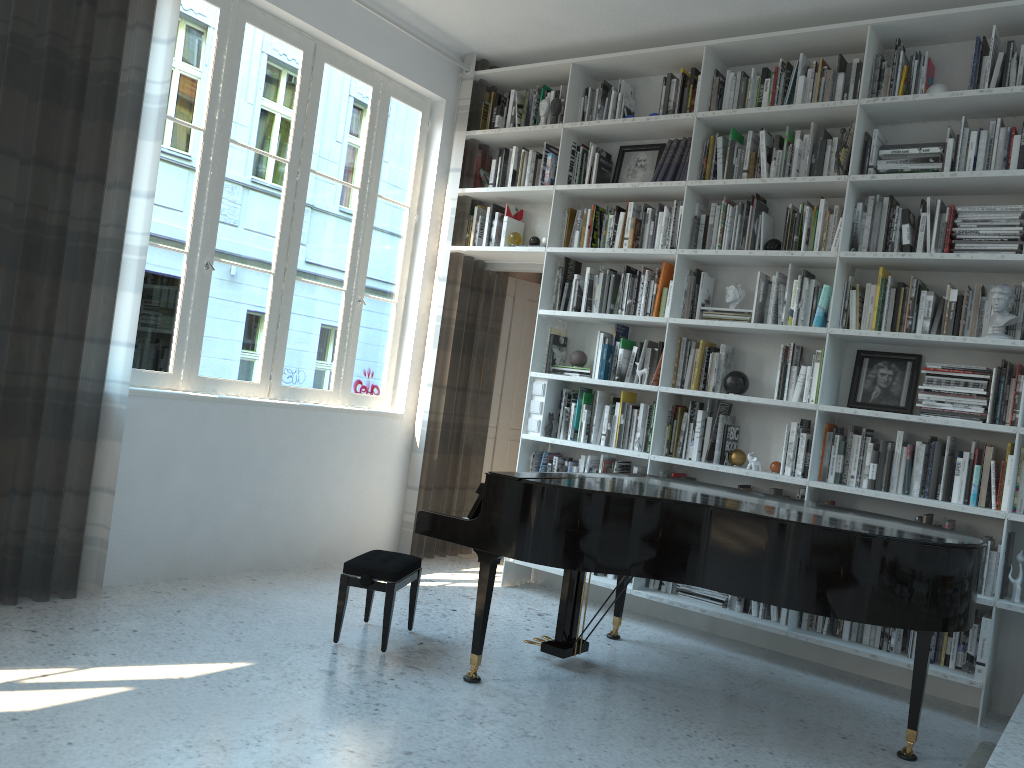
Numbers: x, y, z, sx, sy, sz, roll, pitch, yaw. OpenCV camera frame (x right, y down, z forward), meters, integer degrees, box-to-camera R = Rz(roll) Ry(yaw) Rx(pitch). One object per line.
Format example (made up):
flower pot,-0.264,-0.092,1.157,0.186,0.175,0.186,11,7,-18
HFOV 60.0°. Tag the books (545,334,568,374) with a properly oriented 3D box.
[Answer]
books,0.268,-0.171,5.352,0.028,0.243,0.156,8,0,35

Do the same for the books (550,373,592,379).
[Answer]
books,0.387,-0.040,5.259,0.285,0.012,0.159,7,-1,38

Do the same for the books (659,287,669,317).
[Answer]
books,0.877,-0.435,4.953,0.030,0.183,0.152,8,0,35

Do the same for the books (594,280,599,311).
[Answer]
books,0.535,-0.501,5.193,0.014,0.230,0.148,8,0,35

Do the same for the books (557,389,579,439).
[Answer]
books,0.338,0.181,5.270,0.014,0.294,0.171,8,0,35

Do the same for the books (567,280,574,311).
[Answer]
books,0.391,-0.509,5.305,0.042,0.209,0.143,8,0,35

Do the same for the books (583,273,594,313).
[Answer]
books,0.484,-0.516,5.225,0.011,0.246,0.176,8,0,35

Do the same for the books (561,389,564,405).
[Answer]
books,0.330,0.182,5.285,0.016,0.289,0.152,8,0,35

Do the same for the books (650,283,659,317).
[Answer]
books,0.830,-0.451,4.983,0.013,0.203,0.161,8,0,35

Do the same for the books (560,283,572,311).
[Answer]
books,0.359,-0.500,5.304,0.037,0.182,0.189,8,0,35

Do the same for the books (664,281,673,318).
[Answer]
books,0.904,-0.452,4.936,0.031,0.223,0.145,8,0,35

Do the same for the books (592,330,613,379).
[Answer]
books,0.528,-0.160,5.166,0.012,0.285,0.159,8,0,35

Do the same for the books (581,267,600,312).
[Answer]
books,0.477,-0.535,5.241,0.023,0.281,0.174,8,0,35

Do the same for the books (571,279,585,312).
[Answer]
books,0.422,-0.503,5.251,0.028,0.203,0.188,8,0,35

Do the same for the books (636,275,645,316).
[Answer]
books,0.757,-0.484,5.051,0.011,0.251,0.139,8,0,35

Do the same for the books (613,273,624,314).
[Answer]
books,0.652,-0.500,5.131,0.047,0.256,0.141,8,0,35

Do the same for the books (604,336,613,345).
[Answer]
books,0.567,-0.140,5.145,0.031,0.255,0.143,8,0,35

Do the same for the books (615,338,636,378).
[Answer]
books,0.650,-0.127,5.066,0.011,0.250,0.172,8,0,35

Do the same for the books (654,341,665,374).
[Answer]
books,0.844,-0.103,4.942,0.021,0.251,0.154,8,0,35

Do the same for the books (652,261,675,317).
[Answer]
books,0.858,-0.509,4.969,0.035,0.325,0.170,8,0,35

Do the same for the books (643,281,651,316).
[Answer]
books,0.795,-0.462,5.015,0.012,0.217,0.160,8,0,35

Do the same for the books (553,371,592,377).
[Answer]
books,0.391,-0.052,5.263,0.254,0.012,0.161,7,-1,36

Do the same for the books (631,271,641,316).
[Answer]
books,0.735,-0.498,5.055,0.012,0.272,0.145,8,0,35

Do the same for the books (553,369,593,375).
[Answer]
books,0.390,-0.064,5.259,0.254,0.012,0.161,7,-1,32

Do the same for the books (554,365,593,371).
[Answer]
books,0.396,-0.088,5.263,0.254,0.012,0.161,7,-1,36

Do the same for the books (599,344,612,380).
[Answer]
books,0.571,-0.116,5.103,0.029,0.208,0.189,8,0,35

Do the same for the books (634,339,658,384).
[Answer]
books,0.762,-0.116,4.994,0.060,0.255,0.158,8,0,35

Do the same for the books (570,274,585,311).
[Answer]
books,0.409,-0.520,5.273,0.022,0.235,0.177,8,0,35

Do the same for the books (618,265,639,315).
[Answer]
books,0.670,-0.520,5.099,0.013,0.300,0.152,8,0,35

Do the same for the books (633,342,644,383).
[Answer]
books,0.740,-0.111,5.027,0.013,0.242,0.141,8,0,35

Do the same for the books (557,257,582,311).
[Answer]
books,0.346,-0.578,5.313,0.012,0.334,0.184,8,0,35

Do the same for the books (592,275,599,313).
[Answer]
books,0.521,-0.509,5.227,0.049,0.243,0.139,8,0,35

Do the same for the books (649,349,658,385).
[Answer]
books,0.820,-0.085,4.953,0.027,0.209,0.144,8,0,35

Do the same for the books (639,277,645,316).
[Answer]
books,0.778,-0.477,5.048,0.028,0.242,0.131,8,0,35

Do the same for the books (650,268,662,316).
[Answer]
books,0.833,-0.496,5.003,0.015,0.293,0.144,8,0,35

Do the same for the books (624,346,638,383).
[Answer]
books,0.710,-0.101,5.047,0.056,0.214,0.143,8,0,35

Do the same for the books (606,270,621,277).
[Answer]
books,0.579,-0.517,5.173,0.011,0.271,0.158,8,0,35

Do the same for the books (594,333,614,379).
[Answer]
books,0.541,-0.152,5.154,0.024,0.273,0.150,8,0,35

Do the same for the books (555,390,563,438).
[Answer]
books,0.321,0.183,5.293,0.008,0.285,0.159,8,0,35

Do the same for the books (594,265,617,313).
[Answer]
books,0.549,-0.532,5.184,0.011,0.293,0.183,8,0,35

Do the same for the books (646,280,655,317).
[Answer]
books,0.811,-0.462,5.010,0.021,0.220,0.148,8,0,35

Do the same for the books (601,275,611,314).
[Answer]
books,0.581,-0.500,5.149,0.024,0.237,0.167,8,0,35

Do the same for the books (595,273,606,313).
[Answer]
books,0.554,-0.508,5.168,0.021,0.247,0.189,8,0,35

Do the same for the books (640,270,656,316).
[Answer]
books,0.781,-0.494,5.012,0.015,0.275,0.157,8,0,35

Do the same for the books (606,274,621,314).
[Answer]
books,0.613,-0.498,5.137,0.023,0.242,0.184,8,0,35

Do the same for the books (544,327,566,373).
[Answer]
books,0.260,-0.193,5.372,0.012,0.285,0.159,8,0,35

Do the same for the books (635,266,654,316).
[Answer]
books,0.755,-0.511,5.061,0.011,0.304,0.130,8,0,35

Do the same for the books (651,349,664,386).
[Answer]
books,0.865,-0.114,4.880,0.082,0.276,0.228,8,0,35

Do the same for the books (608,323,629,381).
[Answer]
books,0.615,-0.174,5.119,0.011,0.336,0.153,8,0,35

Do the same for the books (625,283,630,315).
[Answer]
books,0.700,-0.468,5.086,0.021,0.205,0.130,8,0,35

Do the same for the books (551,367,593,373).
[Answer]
books,0.390,-0.076,5.257,0.285,0.012,0.159,7,-1,39

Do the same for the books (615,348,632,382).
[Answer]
books,0.655,-0.096,5.045,0.029,0.190,0.189,8,0,35

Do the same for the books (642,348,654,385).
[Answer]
books,0.791,-0.088,4.962,0.030,0.207,0.172,8,0,35

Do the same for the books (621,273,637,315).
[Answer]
books,0.686,-0.496,5.097,0.021,0.256,0.156,8,0,35

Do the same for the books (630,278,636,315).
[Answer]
books,0.724,-0.477,5.066,0.013,0.227,0.152,8,0,35

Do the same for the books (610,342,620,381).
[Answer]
books,0.628,-0.120,5.112,0.030,0.231,0.148,8,0,35

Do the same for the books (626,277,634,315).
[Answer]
books,0.707,-0.480,5.064,0.013,0.229,0.177,8,0,35
